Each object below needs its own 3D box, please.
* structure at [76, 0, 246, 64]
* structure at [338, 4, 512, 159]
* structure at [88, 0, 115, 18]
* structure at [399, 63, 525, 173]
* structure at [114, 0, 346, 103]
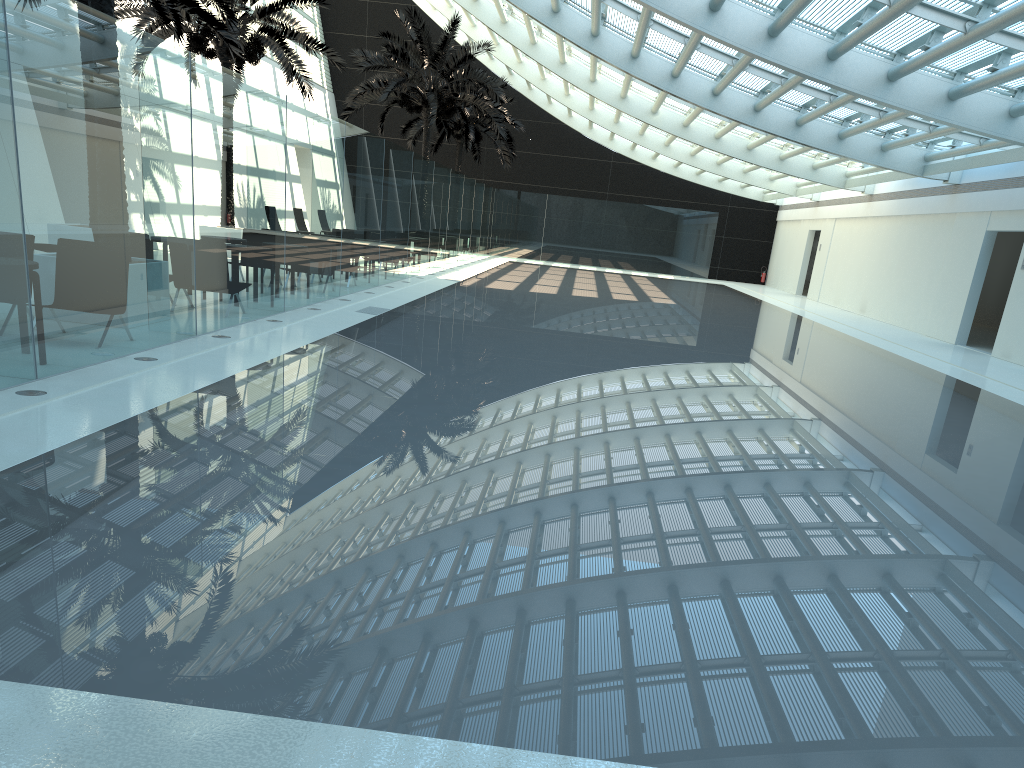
[{"bbox_3d":[-6.804,-5.402,13.954,4.644,7.161,4.066,1,18,-18],"label":"structure"},{"bbox_3d":[-2.595,-7.380,26.470,4.828,7.357,4.220,5,17,-3],"label":"structure"},{"bbox_3d":[-4.119,-4.171,8.401,4.760,7.356,4.283,12,18,20],"label":"structure"},{"bbox_3d":[-1.919,-8.742,34.156,4.459,7.356,4.571,0,18,-18],"label":"structure"},{"bbox_3d":[-6.526,-6.462,19.615,4.176,7.224,4.527,18,21,35],"label":"structure"}]
